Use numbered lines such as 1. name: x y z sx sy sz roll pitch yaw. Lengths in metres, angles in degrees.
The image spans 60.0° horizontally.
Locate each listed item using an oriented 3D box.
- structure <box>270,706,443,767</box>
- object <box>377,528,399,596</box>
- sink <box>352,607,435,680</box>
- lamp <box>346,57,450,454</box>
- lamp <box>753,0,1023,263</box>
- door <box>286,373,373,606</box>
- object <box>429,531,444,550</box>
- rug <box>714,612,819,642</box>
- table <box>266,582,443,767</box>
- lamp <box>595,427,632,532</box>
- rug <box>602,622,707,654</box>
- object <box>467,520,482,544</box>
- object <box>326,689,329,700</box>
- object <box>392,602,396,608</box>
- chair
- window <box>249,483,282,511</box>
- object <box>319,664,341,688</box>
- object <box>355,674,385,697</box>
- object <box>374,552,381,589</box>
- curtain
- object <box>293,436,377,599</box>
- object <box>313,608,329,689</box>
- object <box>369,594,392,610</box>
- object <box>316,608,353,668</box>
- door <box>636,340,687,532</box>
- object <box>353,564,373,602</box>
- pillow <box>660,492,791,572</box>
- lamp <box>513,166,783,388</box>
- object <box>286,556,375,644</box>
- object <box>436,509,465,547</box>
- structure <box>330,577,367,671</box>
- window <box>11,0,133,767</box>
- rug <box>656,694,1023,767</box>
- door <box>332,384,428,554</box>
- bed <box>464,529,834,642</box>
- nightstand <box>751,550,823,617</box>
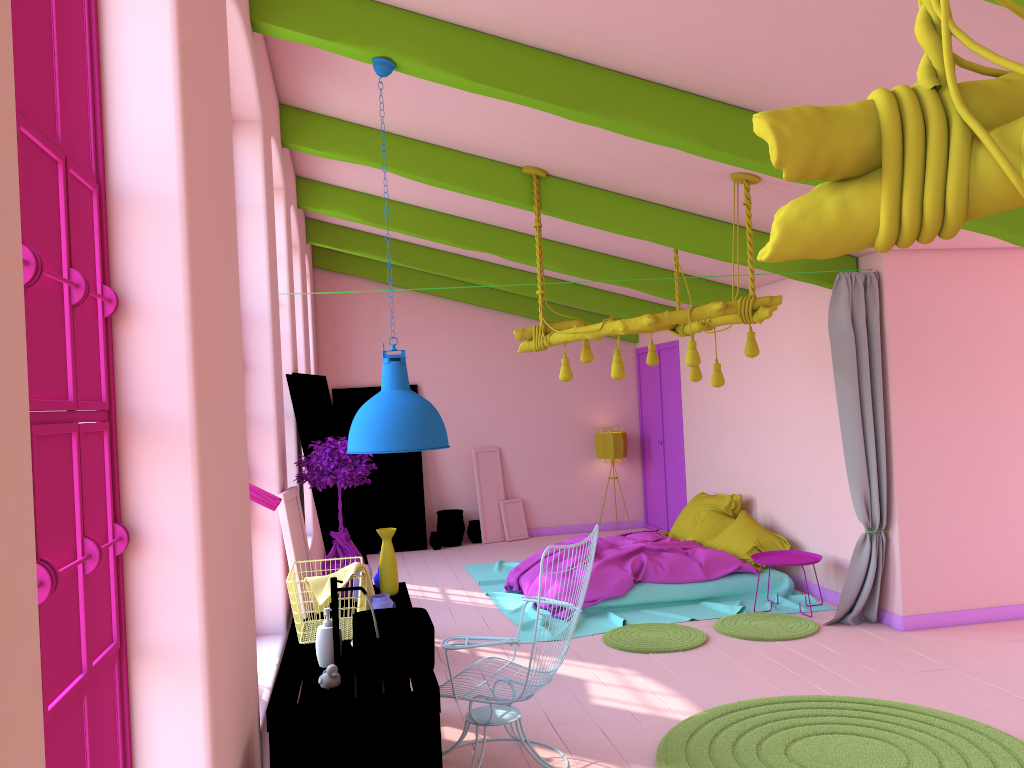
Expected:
1. structure: -0.505 1.578 2.952 0.718 0.844 0.718 -2 -1 -43
2. object: -0.728 1.044 5.206 0.116 0.383 0.116 -2 -1 -37
3. sink: -0.516 1.114 3.833 0.340 0.194 0.609 -3 -1 -11
4. lamp: -0.628 -0.663 4.533 0.529 2.002 0.528 -3 -1 21
5. lamp: 1.348 -1.008 0.763 1.610 2.264 1.776 -2 -1 -29
6. door: -1.352 1.016 6.920 0.450 2.210 1.153 -3 -1 0
7. object: -0.999 2.075 11.733 0.199 0.234 0.199 -2 -1 -43
8. rug: 2.031 1.939 7.107 0.792 0.021 0.792 -3 -1 17
9. table: -0.776 1.629 4.436 0.655 0.820 2.193 -3 -1 -10
10. lamp: 1.431 1.330 12.356 0.491 1.466 0.476 -3 -1 20
11. rug: 1.112 1.981 6.937 0.792 0.021 0.793 -2 -1 -28
12. object: -0.490 2.021 12.126 0.260 0.306 0.260 -3 -1 22
13. object: -0.854 1.814 4.598 0.300 0.448 0.672 -2 -1 -35
14. object: -0.698 1.204 4.754 0.137 0.076 0.076 -3 -1 10
15. chair: -0.041 1.392 4.613 0.925 1.238 1.078 -3 -1 24
16. window: -1.374 -0.149 4.089 0.492 3.003 1.497 -3 -1 -10
17. object: -0.728 1.162 3.546 0.088 0.088 0.086 -3 -1 6
18. object: 1.125 1.082 0.469 2.826 1.580 7.866 -3 -1 -10
19. object: -0.779 1.132 5.398 0.132 0.219 0.132 -3 -1 6
20. curtain: 2.730 0.520 7.041 0.518 2.785 0.525 -3 -1 -30
21. object: -1.014 0.780 5.213 0.503 0.950 0.441 -3 -1 40
22. object: -1.265 1.725 5.838 0.218 0.733 0.451 -3 -1 -10
23. object: -0.636 1.129 4.315 0.109 0.197 0.109 -3 -1 -18
24. object: -0.764 1.106 4.024 0.165 0.250 0.410 -3 -1 25
25. door: 2.008 0.762 11.922 0.108 2.590 1.677 -3 -1 -10
26. object: -0.859 1.146 5.109 0.109 0.197 0.109 -3 -1 27
27. pillow: 2.082 1.578 9.429 0.848 0.822 2.618 -3 -1 -21
28. lamp: 1.064 -1.084 6.349 1.610 2.264 1.776 -2 -1 -29
29. object: -0.884 1.062 4.451 0.444 0.369 0.633 -3 -1 -10
30. object: -0.827 1.948 11.990 0.386 0.471 0.386 -3 -1 32
31. structure: -0.699 1.023 3.775 0.166 0.396 0.087 -3 0 -1
32. window: -0.924 -0.226 1.670 0.072 3.047 1.275 -3 -1 -10
33. rug: 1.690 1.895 4.459 1.888 0.050 1.889 -2 -1 -23
34. door: -1.773 1.130 11.844 1.153 2.210 0.450 -3 0 -10
35. bed: 1.067 1.783 8.977 2.802 0.514 3.577 -3 -1 -11
36. nightstand: 2.377 1.714 7.650 0.596 0.458 0.596 -3 -1 27
